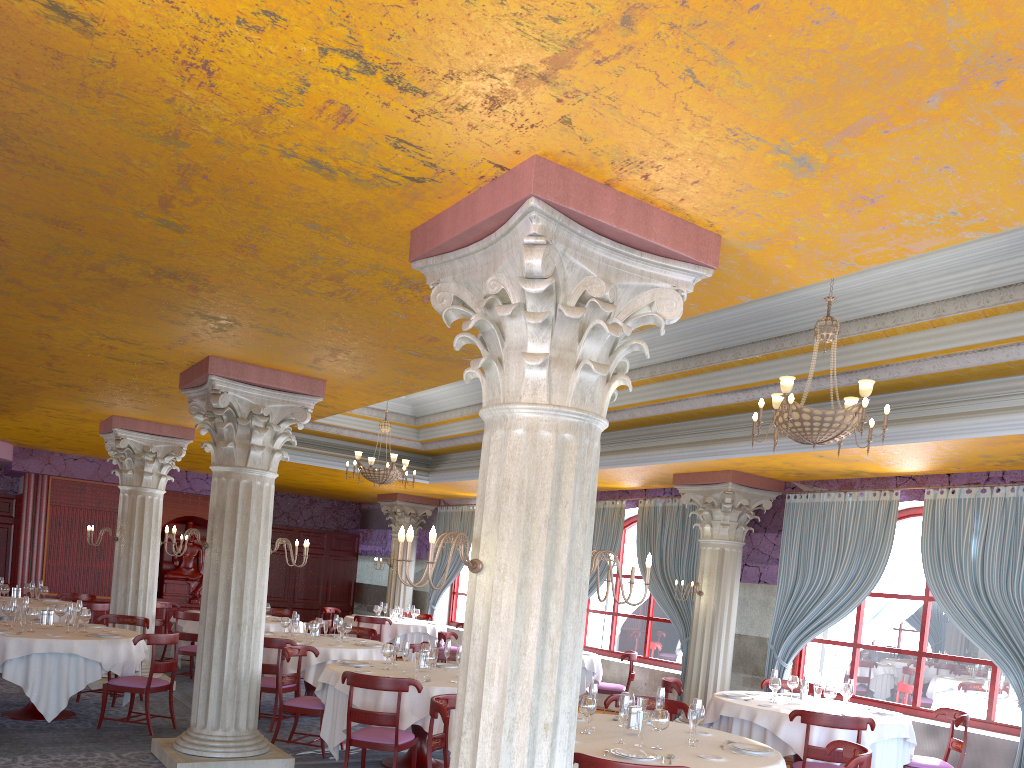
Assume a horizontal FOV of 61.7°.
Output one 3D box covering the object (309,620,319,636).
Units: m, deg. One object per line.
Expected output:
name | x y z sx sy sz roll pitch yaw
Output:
object | -2.612 3.230 11.330 0.071 0.211 0.147 6 -2 37

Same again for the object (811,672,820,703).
object | 3.317 3.308 9.339 0.074 0.336 0.073 5 2 3

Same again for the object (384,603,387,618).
object | -2.475 4.446 16.707 0.074 0.336 0.073 5 2 3

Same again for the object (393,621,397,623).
object | -2.239 4.532 16.296 0.054 0.019 0.264 2 -13 16

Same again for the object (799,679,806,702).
object | 3.185 3.349 9.357 0.086 0.237 0.085 5 1 -9

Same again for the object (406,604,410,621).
object | -2.115 4.635 17.387 0.074 0.336 0.073 5 2 3

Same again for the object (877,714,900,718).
object | 3.817 3.368 8.691 0.231 0.013 0.028 3 -10 11

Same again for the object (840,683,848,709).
object | 3.528 3.300 9.060 0.124 0.264 0.121 6 -1 -42

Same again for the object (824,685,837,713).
object | 3.192 3.165 8.606 0.123 0.264 0.121 5 0 -20

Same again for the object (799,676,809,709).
object | 2.957 3.120 8.659 0.074 0.336 0.073 5 2 3

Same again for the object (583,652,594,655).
object | 1.108 4.082 12.962 0.319 0.024 0.314 14 -15 -33

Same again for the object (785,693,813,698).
object | 3.264 3.553 9.758 0.319 0.024 0.314 14 -15 -33

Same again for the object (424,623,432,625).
object | -1.615 4.694 16.739 0.231 0.013 0.028 3 -10 11

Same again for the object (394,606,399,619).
object | -2.356 4.661 17.443 0.124 0.264 0.121 6 -1 -42

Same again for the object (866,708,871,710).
object | 3.878 3.458 9.078 0.255 0.020 0.056 2 -12 15

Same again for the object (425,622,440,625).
object | -1.559 4.734 16.914 0.319 0.024 0.314 14 -15 -33

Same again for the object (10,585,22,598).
object | -10.262 2.371 12.853 5.679 1.200 0.351 7 1 -6

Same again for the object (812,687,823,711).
object | 3.080 3.177 8.645 0.085 0.237 0.086 6 1 36

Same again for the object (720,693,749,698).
object | 2.373 3.330 9.144 0.319 0.024 0.314 14 -15 -33

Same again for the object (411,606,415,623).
object | -1.957 4.531 16.867 0.074 0.336 0.073 5 2 3

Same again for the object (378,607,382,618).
object | -2.654 4.568 17.100 0.085 0.237 0.086 6 1 36

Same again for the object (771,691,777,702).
object | 2.778 3.242 9.052 0.085 0.237 0.086 6 1 36

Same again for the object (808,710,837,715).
object | 2.982 3.184 8.252 0.315 0.024 0.318 8 -13 -13

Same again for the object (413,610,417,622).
object | -1.945 4.611 16.997 0.085 0.237 0.086 6 1 36

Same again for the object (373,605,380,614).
object | -2.692 4.526 16.989 0.123 0.264 0.121 5 0 -20

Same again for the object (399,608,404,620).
object | -2.247 4.676 17.405 0.086 0.237 0.085 5 1 -9

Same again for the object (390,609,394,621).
object | -2.352 4.504 16.693 0.085 0.237 0.086 6 1 36

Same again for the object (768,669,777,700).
object | 2.799 3.223 9.178 0.074 0.336 0.073 5 2 3

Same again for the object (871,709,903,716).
object | 3.873 3.407 8.866 0.315 0.024 0.318 8 -13 -13

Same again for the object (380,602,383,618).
object | -2.633 4.550 17.226 0.074 0.336 0.073 5 2 3

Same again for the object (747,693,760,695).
object | 2.690 3.459 9.546 0.160 0.009 0.161 8 -13 -13

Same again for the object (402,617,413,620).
object | -2.168 4.880 17.806 0.319 0.024 0.314 14 -15 -33

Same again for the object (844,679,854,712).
object | 3.476 3.205 8.820 0.074 0.336 0.073 4 2 -42

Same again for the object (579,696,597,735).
object | 0.526 2.326 6.016 0.124 0.264 0.121 6 -1 -42

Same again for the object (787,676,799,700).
object | 3.077 3.334 9.395 0.124 0.264 0.121 6 -1 -42

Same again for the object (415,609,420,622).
object | -1.905 4.627 17.107 0.123 0.264 0.121 5 0 -20

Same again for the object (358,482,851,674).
object | 3.265 3.134 11.652 2.120 3.590 29.235 6 -11 -33

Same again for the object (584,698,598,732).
object | 0.564 2.368 6.127 0.085 0.237 0.086 6 1 36

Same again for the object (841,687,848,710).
object | 3.488 3.284 8.949 0.085 0.237 0.086 6 1 36

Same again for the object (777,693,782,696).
object | 3.053 3.537 9.763 0.054 0.019 0.264 2 -13 16

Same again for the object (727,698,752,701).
object | 2.368 3.284 8.932 0.255 0.020 0.056 2 -12 15

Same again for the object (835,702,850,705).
object | 3.632 3.517 9.413 0.160 0.009 0.161 8 -13 -13

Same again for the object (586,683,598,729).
object | 0.585 2.350 6.253 0.074 0.336 0.073 4 2 -42

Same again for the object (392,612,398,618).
object | -2.335 4.576 17.124 0.071 0.211 0.147 6 -2 37

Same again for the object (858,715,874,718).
object | 3.496 3.289 8.468 0.161 0.009 0.159 14 -15 -33

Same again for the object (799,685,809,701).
object | 3.098 3.249 9.076 0.071 0.211 0.147 6 -2 37

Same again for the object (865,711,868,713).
object | 3.672 3.396 8.870 0.029 0.010 0.142 3 -13 14

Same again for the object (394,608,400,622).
object | -2.241 4.492 16.654 0.121 0.264 0.123 5 0 25

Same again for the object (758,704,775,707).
object | 2.554 3.231 8.600 0.160 0.009 0.161 8 -13 -13

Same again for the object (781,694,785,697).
object | 3.090 3.548 9.759 0.022 0.003 0.260 3 -13 11

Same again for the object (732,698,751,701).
object | 2.372 3.302 8.971 0.252 0.003 0.022 3 -13 10

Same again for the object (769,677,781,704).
object | 2.740 3.199 8.941 0.123 0.264 0.121 5 0 -20

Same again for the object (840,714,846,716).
object | 3.193 3.205 8.248 0.054 0.019 0.264 2 -13 16
